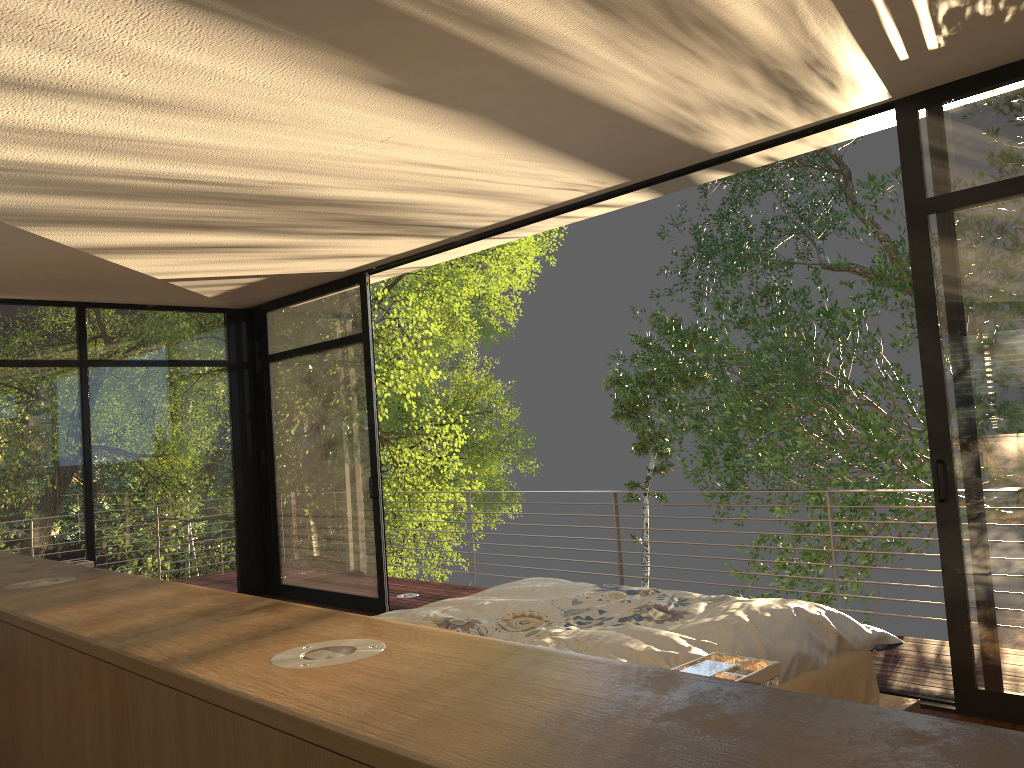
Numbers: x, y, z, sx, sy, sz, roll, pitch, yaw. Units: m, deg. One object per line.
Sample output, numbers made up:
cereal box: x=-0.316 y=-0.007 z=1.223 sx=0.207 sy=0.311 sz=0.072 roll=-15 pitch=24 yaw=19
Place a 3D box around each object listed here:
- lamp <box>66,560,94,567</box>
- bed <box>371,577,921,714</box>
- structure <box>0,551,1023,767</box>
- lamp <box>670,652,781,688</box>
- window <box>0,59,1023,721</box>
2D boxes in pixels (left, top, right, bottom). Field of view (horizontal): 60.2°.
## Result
lamp: x=-1.731 y=1.053 z=3.378 sx=0.270 sy=0.730 sz=0.157 roll=-1 pitch=-5 yaw=-43
bed: x=-0.054 y=1.040 z=2.793 sx=2.229 sy=0.712 sz=1.764 roll=-1 pitch=-4 yaw=-43
structure: x=-0.906 y=0.918 z=1.837 sx=0.319 sy=0.974 sz=5.590 roll=-1 pitch=-5 yaw=-43
lamp: x=0.288 y=0.676 z=1.259 sx=0.255 sy=0.523 sz=0.120 roll=-1 pitch=-5 yaw=-43
window: x=-1.387 y=0.182 z=1.851 sx=7.081 sy=2.515 sz=9.953 roll=-1 pitch=-4 yaw=-44
